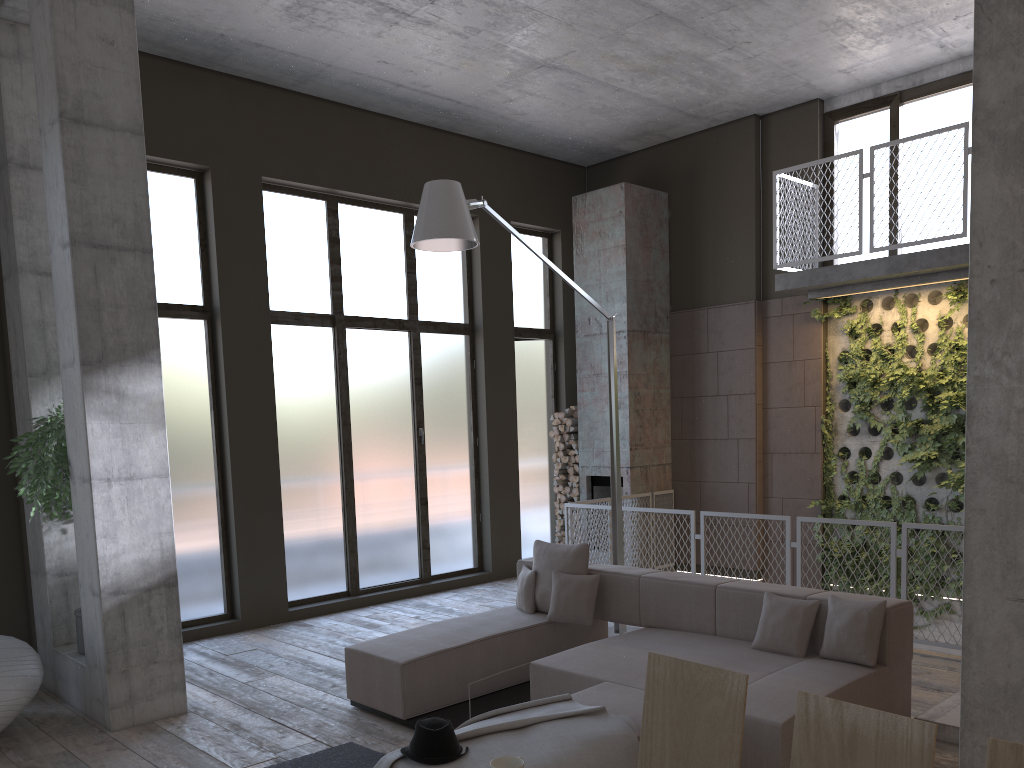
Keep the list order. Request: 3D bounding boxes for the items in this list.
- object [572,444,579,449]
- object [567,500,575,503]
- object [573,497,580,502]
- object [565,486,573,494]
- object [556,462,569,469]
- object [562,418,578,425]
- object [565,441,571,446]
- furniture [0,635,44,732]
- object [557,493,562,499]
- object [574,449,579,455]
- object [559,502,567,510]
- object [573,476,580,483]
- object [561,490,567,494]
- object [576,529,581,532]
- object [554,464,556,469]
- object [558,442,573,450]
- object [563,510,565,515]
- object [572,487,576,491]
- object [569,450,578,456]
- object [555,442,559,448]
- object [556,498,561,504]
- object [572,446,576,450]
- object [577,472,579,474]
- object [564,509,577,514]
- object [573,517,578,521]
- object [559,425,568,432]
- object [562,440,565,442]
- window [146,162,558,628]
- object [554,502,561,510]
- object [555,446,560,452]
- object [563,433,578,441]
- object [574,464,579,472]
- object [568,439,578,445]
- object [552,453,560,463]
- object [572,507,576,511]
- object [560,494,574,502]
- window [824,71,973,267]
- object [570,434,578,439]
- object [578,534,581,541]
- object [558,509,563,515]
[{"bbox_3d":[0.911,0.783,10.977,0.066,0.086,0.422,1,0,44],"label":"object"},{"bbox_3d":[0.860,1.521,11.186,0.361,0.087,0.101,0,-1,-44],"label":"object"},{"bbox_3d":[0.934,1.445,11.046,0.066,0.086,0.422,1,0,44],"label":"object"},{"bbox_3d":[0.850,1.327,11.097,0.090,0.090,0.453,0,0,45],"label":"object"},{"bbox_3d":[0.755,1.027,11.116,0.477,0.084,0.093,0,-1,-44],"label":"object"},{"bbox_3d":[0.783,0.461,10.977,0.361,0.085,0.104,0,-1,-44],"label":"object"},{"bbox_3d":[0.809,0.737,11.066,0.357,0.075,0.064,0,0,-45],"label":"object"},{"bbox_3d":[-3.852,2.030,5.297,1.792,0.819,1.621,-2,-1,-6],"label":"furniture"},{"bbox_3d":[0.713,1.435,11.246,0.291,0.104,0.100,-1,0,-42],"label":"object"},{"bbox_3d":[0.939,0.836,10.966,0.420,0.073,0.071,0,0,-44],"label":"object"},{"bbox_3d":[0.788,1.541,11.226,0.435,0.094,0.092,0,0,-44],"label":"object"},{"bbox_3d":[0.961,1.180,10.983,0.477,0.084,0.093,0,-1,-44],"label":"object"},{"bbox_3d":[0.770,1.363,11.157,0.330,0.057,0.089,0,-2,-44],"label":"object"},{"bbox_3d":[0.972,1.813,11.068,0.420,0.073,0.071,0,0,-44],"label":"object"},{"bbox_3d":[0.705,1.041,11.173,0.420,0.068,0.067,0,0,-44],"label":"object"},{"bbox_3d":[0.724,0.777,11.079,0.292,0.108,0.098,-1,1,-42],"label":"object"},{"bbox_3d":[0.812,1.619,11.203,0.420,0.068,0.067,0,0,-44],"label":"object"},{"bbox_3d":[0.919,1.313,11.066,0.421,0.072,0.067,0,0,-44],"label":"object"},{"bbox_3d":[0.900,0.865,11.037,0.433,0.080,0.115,0,-1,-44],"label":"object"},{"bbox_3d":[0.691,0.773,11.177,0.291,0.104,0.100,-1,0,-42],"label":"object"},{"bbox_3d":[0.667,1.483,11.181,0.250,0.073,0.045,0,1,-44],"label":"object"},{"bbox_3d":[0.900,0.797,11.091,0.290,0.103,0.104,0,0,-44],"label":"object"},{"bbox_3d":[0.959,1.096,11.023,0.361,0.087,0.101,0,-1,-44],"label":"object"},{"bbox_3d":[0.862,1.605,11.146,0.477,0.084,0.093,0,-1,-44],"label":"object"},{"bbox_3d":[0.951,1.674,11.090,0.453,0.090,0.090,0,0,-44],"label":"object"},{"bbox_3d":[0.785,0.551,11.036,0.477,0.084,0.093,0,-1,-44],"label":"object"},{"bbox_3d":[0.747,0.701,11.088,0.330,0.057,0.089,0,-2,-44],"label":"object"},{"bbox_3d":[-2.738,0.160,8.196,9.155,4.212,0.208,-1,4,-45],"label":"window"},{"bbox_3d":[0.696,1.551,11.263,0.363,0.109,0.088,0,1,-44],"label":"object"},{"bbox_3d":[0.644,0.820,11.112,0.250,0.073,0.045,0,1,-44],"label":"object"},{"bbox_3d":[0.827,0.665,11.028,0.090,0.090,0.453,0,0,45],"label":"object"},{"bbox_3d":[0.922,1.047,10.955,0.363,0.109,0.088,0,1,-44],"label":"object"},{"bbox_3d":[0.876,0.718,10.988,0.361,0.068,0.122,0,-2,-42],"label":"object"},{"bbox_3d":[0.662,0.935,11.211,0.362,0.126,0.063,0,2,-45],"label":"object"},{"bbox_3d":[0.891,1.536,11.079,0.453,0.090,0.090,0,0,-42],"label":"object"},{"bbox_3d":[0.747,1.439,11.148,0.292,0.108,0.098,-1,1,-42],"label":"object"},{"bbox_3d":[4.563,-2.051,8.018,0.109,1.765,3.565,-8,3,-44],"label":"window"},{"bbox_3d":[0.896,0.651,10.997,0.421,0.072,0.067,0,0,-44],"label":"object"},{"bbox_3d":[1.001,1.907,11.064,0.435,0.093,0.091,0,0,-44],"label":"object"},{"bbox_3d":[0.756,1.622,11.261,0.420,0.068,0.067,0,0,-44],"label":"object"}]
